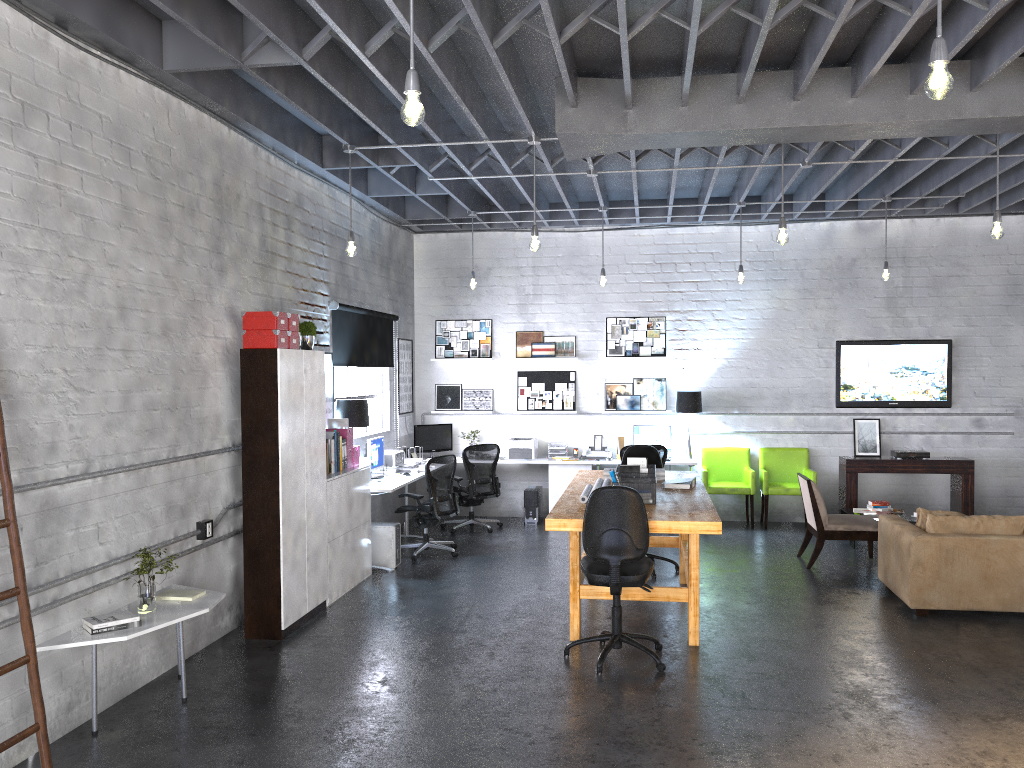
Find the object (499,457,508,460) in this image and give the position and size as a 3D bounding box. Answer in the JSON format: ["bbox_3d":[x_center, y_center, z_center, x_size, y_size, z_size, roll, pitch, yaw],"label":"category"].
[{"bbox_3d":[-0.115,0.922,10.949,0.103,0.021,0.131,-1,1,-11],"label":"object"}]

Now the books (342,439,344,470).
[{"bbox_3d":[-1.584,0.621,7.779,0.219,0.267,0.060,0,2,14],"label":"books"}]

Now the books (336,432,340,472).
[{"bbox_3d":[-1.586,0.585,7.652,0.197,0.339,0.065,0,2,9],"label":"books"}]

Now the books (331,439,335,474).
[{"bbox_3d":[-1.597,0.614,7.515,0.174,0.286,0.045,0,2,9],"label":"books"}]

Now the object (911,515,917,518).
[{"bbox_3d":[4.289,1.404,9.373,0.131,0.016,0.131,0,1,15],"label":"object"}]

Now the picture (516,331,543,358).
[{"bbox_3d":[0.223,-0.501,11.290,0.355,0.343,0.042,0,2,9],"label":"picture"}]

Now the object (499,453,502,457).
[{"bbox_3d":[-0.184,0.903,11.270,0.105,0.052,0.023,0,2,9],"label":"object"}]

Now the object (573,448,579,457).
[{"bbox_3d":[0.800,0.862,11.117,0.093,0.116,0.067,0,2,9],"label":"object"}]

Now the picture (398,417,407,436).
[{"bbox_3d":[-1.342,0.521,10.917,0.036,0.221,0.289,0,1,9],"label":"picture"}]

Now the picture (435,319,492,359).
[{"bbox_3d":[-0.624,-0.577,11.410,0.749,0.503,0.058,0,2,9],"label":"picture"}]

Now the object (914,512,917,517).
[{"bbox_3d":[4.291,1.381,9.374,0.080,0.052,0.077,-1,1,-33],"label":"object"}]

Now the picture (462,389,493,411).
[{"bbox_3d":[-0.444,0.203,11.413,0.410,0.277,0.036,0,2,9],"label":"picture"}]

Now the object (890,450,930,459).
[{"bbox_3d":[4.690,0.833,10.451,0.370,0.082,0.266,0,1,9],"label":"object"}]

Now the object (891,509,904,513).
[{"bbox_3d":[4.226,1.388,9.735,0.151,0.040,0.151,0,1,26],"label":"object"}]

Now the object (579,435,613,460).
[{"bbox_3d":[1.045,0.784,11.028,0.405,0.280,0.399,0,1,9],"label":"object"}]

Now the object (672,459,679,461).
[{"bbox_3d":[1.966,0.918,10.672,0.046,0.009,0.121,0,1,-6],"label":"object"}]

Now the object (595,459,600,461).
[{"bbox_3d":[1.032,0.920,10.741,0.017,0.016,0.076,-1,1,-31],"label":"object"}]

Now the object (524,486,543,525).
[{"bbox_3d":[0.266,1.509,11.066,0.180,0.411,0.476,0,1,9],"label":"object"}]

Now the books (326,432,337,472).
[{"bbox_3d":[-1.591,0.582,7.591,0.176,0.346,0.053,0,2,9],"label":"books"}]

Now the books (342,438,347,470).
[{"bbox_3d":[-1.575,0.618,7.839,0.220,0.271,0.082,0,2,9],"label":"books"}]

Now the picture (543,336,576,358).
[{"bbox_3d":[0.603,-0.469,11.229,0.410,0.277,0.036,0,2,9],"label":"picture"}]

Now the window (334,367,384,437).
[{"bbox_3d":[-1.664,-0.055,9.508,0.030,1.220,1.821,0,1,9],"label":"window"}]

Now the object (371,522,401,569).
[{"bbox_3d":[-1.330,1.557,8.570,0.478,0.411,0.200,0,2,9],"label":"object"}]

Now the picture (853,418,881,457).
[{"bbox_3d":[4.274,0.645,10.670,0.308,0.457,0.092,0,2,9],"label":"picture"}]

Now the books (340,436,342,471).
[{"bbox_3d":[-1.560,0.604,7.723,0.159,0.298,0.026,0,2,9],"label":"books"}]

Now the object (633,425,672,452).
[{"bbox_3d":[1.734,0.712,10.913,0.465,0.417,0.212,0,2,14],"label":"object"}]

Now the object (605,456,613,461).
[{"bbox_3d":[1.174,0.902,10.733,0.095,0.050,0.095,-1,1,-23],"label":"object"}]

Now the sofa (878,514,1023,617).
[{"bbox_3d":[4.222,1.434,6.994,2.330,0.629,1.104,0,1,9],"label":"sofa"}]

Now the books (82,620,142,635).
[{"bbox_3d":[-2.131,1.278,4.723,0.250,0.031,0.185,-1,1,-39],"label":"books"}]

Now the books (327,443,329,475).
[{"bbox_3d":[-1.612,0.625,7.397,0.161,0.266,0.027,0,2,9],"label":"books"}]

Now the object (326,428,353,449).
[{"bbox_3d":[-1.556,0.487,7.961,0.214,0.177,0.161,0,1,9],"label":"object"}]

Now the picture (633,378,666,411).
[{"bbox_3d":[1.721,0.128,11.076,0.410,0.409,0.047,0,2,9],"label":"picture"}]

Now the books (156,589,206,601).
[{"bbox_3d":[-2.002,1.273,5.348,0.248,0.021,0.176,0,1,8],"label":"books"}]

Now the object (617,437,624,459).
[{"bbox_3d":[1.344,0.793,10.976,0.087,0.259,0.236,0,1,9],"label":"object"}]

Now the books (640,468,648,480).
[{"bbox_3d":[0.993,0.750,6.943,0.143,0.188,0.061,0,2,9],"label":"books"}]

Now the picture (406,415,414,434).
[{"bbox_3d":[-1.288,0.516,11.261,0.036,0.221,0.289,0,1,9],"label":"picture"}]

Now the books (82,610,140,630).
[{"bbox_3d":[-2.133,1.251,4.712,0.234,0.022,0.185,-1,1,-43],"label":"books"}]

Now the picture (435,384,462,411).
[{"bbox_3d":[-0.824,0.172,11.474,0.355,0.343,0.042,0,2,9],"label":"picture"}]

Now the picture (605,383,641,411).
[{"bbox_3d":[1.388,0.161,11.120,0.452,0.345,0.054,0,2,9],"label":"picture"}]

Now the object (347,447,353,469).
[{"bbox_3d":[-1.555,0.663,7.967,0.214,0.177,0.161,0,1,9],"label":"object"}]

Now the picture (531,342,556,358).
[{"bbox_3d":[0.397,-0.428,11.247,0.311,0.196,0.029,0,2,9],"label":"picture"}]

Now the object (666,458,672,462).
[{"bbox_3d":[1.874,0.907,10.603,0.058,0.036,0.114,0,1,24],"label":"object"}]

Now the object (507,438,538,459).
[{"bbox_3d":[0.134,0.810,11.181,0.351,0.235,0.350,0,1,9],"label":"object"}]

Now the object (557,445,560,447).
[{"bbox_3d":[0.578,0.778,11.125,0.011,0.010,0.126,0,1,18],"label":"object"}]

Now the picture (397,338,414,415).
[{"bbox_3d":[-1.328,-0.095,11.064,0.020,0.935,0.658,0,2,9],"label":"picture"}]

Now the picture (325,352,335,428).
[{"bbox_3d":[-1.764,0.092,8.240,0.020,0.781,0.606,0,1,9],"label":"picture"}]

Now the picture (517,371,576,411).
[{"bbox_3d":[0.436,0.086,11.268,0.749,0.503,0.058,0,2,9],"label":"picture"}]

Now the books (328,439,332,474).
[{"bbox_3d":[-1.608,0.611,7.465,0.170,0.293,0.057,0,2,9],"label":"books"}]

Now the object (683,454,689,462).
[{"bbox_3d":[2.065,0.883,10.549,0.069,0.083,0.090,0,1,8],"label":"object"}]

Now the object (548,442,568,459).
[{"bbox_3d":[0.577,0.836,11.108,0.229,0.181,0.316,0,1,9],"label":"object"}]

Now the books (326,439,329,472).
[{"bbox_3d":[-1.616,0.609,7.424,0.159,0.298,0.026,0,2,9],"label":"books"}]

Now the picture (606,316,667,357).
[{"bbox_3d":[1.549,-0.587,11.074,0.749,0.503,0.058,0,2,9],"label":"picture"}]
